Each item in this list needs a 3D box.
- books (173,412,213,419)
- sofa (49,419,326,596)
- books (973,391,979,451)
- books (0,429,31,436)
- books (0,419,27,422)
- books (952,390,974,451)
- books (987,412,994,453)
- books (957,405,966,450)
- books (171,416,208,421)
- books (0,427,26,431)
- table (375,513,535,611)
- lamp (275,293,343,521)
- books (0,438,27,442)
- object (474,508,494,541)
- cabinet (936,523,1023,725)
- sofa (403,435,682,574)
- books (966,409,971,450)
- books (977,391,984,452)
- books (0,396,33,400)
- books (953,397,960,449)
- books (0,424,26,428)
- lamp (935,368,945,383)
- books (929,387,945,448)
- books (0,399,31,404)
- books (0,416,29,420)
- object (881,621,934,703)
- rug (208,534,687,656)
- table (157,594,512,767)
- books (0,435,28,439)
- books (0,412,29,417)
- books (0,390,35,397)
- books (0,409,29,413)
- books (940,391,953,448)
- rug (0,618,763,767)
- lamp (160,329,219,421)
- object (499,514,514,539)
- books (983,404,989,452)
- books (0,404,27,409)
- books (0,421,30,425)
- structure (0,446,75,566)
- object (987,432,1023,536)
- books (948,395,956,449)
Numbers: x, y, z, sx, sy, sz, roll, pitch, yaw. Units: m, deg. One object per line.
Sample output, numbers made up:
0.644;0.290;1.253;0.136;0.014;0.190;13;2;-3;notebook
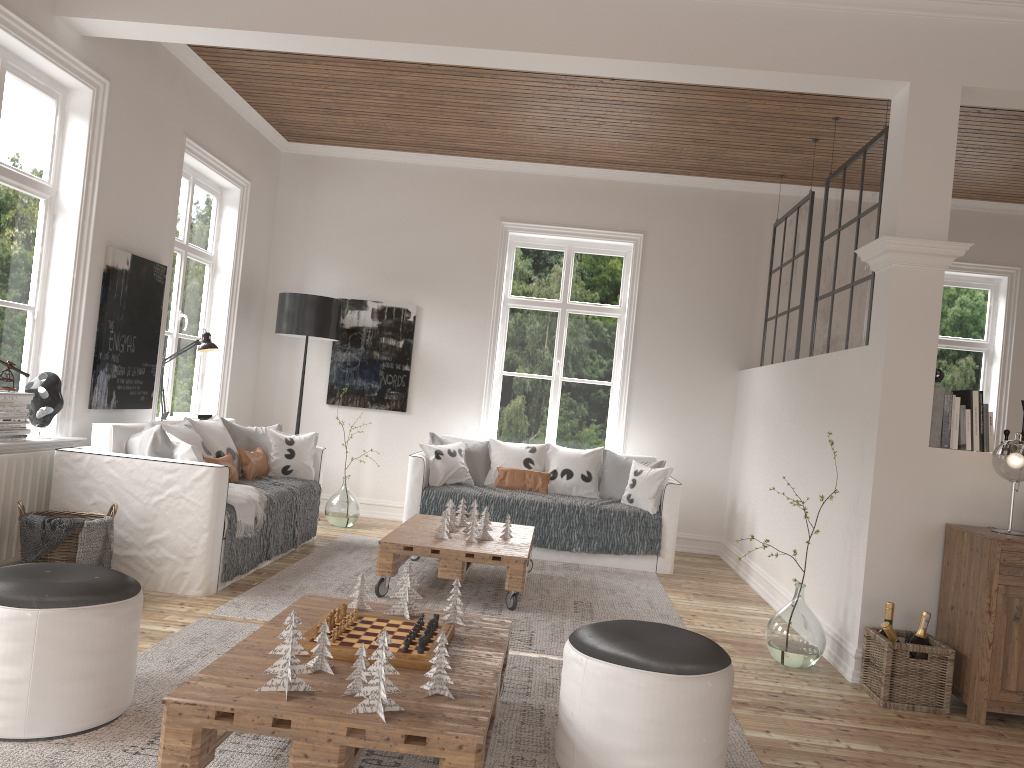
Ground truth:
-2.310;0.227;6.420;0.190;0.028;0.239;6;-1;5;books
-1.804;0.630;5.303;0.866;0.776;1.960;6;-1;3;sofa
2.090;0.168;4.083;0.054;0.272;0.200;6;-1;3;books
-2.463;0.223;4.200;0.176;0.025;0.331;6;-1;3;books
-2.456;0.165;4.198;0.159;0.012;0.285;6;-1;3;books
2.072;0.166;4.081;0.038;0.274;0.200;6;-1;3;books
2.161;0.219;4.066;0.045;0.185;0.152;6;-1;3;books
2.032;0.197;4.053;0.044;0.203;0.141;6;-1;3;books
-2.315;0.252;6.429;0.212;0.023;0.258;6;-1;3;books
-2.460;0.205;4.213;0.161;0.013;0.254;6;-1;3;books
-0.295;1.019;5.176;0.821;0.300;1.189;6;-1;3;table
-1.684;0.183;7.042;0.499;1.754;0.499;6;-1;0;lamp
-2.459;0.257;4.211;0.161;0.012;0.254;6;-1;3;books
-0.158;0.790;5.022;0.097;0.178;0.103;6;-1;-34;object
2.595;1.058;3.696;1.432;0.750;0.408;6;-1;3;cabinet
0.227;0.861;6.683;1.960;0.776;0.866;6;-1;3;sofa
2.054;0.208;4.048;0.042;0.185;0.125;6;-1;3;books
2.114;0.170;4.084;0.048;0.274;0.210;6;-1;3;books
-2.444;0.057;4.204;0.182;0.016;0.288;6;-1;3;books
2.005;0.178;4.088;0.031;0.236;0.200;6;-1;3;books
-2.475;0.190;4.197;0.182;0.016;0.288;6;-1;3;books
2.000;-0.051;4.269;0.156;0.101;0.101;6;-1;3;lamp
1.918;0.151;4.090;0.050;0.271;0.200;6;-1;3;books
-2.446;0.076;4.206;0.174;0.021;0.273;6;-1;3;books
-2.448;0.153;4.209;0.161;0.012;0.254;6;-1;3;books
1.651;1.161;3.705;0.284;0.332;0.095;6;-1;-18;object
-0.181;1.180;5.171;2.254;0.003;2.474;6;-1;3;rug
-0.428;0.959;2.692;0.821;0.300;1.189;6;-1;3;table
-2.455;0.244;4.196;0.159;0.012;0.285;6;-1;3;books
-2.455;0.138;4.216;0.167;0.017;0.263;6;-1;3;books
-2.432;0.042;4.198;0.182;0.016;0.288;6;-1;3;books
-2.467;0.119;4.209;0.182;0.016;0.288;6;-1;3;books
1.964;0.163;4.084;0.046;0.257;0.193;6;-1;3;books
-0.329;1.118;2.626;2.254;0.003;2.474;6;-1;3;rug
-2.207;-0.032;5.970;0.439;0.703;0.196;6;-1;3;lamp
-0.026;0.824;5.166;0.072;0.142;0.073;6;-1;11;object
2.135;0.200;4.068;0.047;0.219;0.171;6;-1;3;books
-2.466;0.097;4.186;0.180;0.028;0.296;6;-1;3;books
-2.448;0.178;4.219;0.161;0.013;0.256;6;-1;3;books
-2.412;0.729;4.143;0.095;0.829;1.223;6;-1;3;structure
2.128;0.737;3.856;0.180;1.062;0.395;5;-1;18;object
1.988;0.173;4.088;0.019;0.243;0.205;6;-1;3;books
